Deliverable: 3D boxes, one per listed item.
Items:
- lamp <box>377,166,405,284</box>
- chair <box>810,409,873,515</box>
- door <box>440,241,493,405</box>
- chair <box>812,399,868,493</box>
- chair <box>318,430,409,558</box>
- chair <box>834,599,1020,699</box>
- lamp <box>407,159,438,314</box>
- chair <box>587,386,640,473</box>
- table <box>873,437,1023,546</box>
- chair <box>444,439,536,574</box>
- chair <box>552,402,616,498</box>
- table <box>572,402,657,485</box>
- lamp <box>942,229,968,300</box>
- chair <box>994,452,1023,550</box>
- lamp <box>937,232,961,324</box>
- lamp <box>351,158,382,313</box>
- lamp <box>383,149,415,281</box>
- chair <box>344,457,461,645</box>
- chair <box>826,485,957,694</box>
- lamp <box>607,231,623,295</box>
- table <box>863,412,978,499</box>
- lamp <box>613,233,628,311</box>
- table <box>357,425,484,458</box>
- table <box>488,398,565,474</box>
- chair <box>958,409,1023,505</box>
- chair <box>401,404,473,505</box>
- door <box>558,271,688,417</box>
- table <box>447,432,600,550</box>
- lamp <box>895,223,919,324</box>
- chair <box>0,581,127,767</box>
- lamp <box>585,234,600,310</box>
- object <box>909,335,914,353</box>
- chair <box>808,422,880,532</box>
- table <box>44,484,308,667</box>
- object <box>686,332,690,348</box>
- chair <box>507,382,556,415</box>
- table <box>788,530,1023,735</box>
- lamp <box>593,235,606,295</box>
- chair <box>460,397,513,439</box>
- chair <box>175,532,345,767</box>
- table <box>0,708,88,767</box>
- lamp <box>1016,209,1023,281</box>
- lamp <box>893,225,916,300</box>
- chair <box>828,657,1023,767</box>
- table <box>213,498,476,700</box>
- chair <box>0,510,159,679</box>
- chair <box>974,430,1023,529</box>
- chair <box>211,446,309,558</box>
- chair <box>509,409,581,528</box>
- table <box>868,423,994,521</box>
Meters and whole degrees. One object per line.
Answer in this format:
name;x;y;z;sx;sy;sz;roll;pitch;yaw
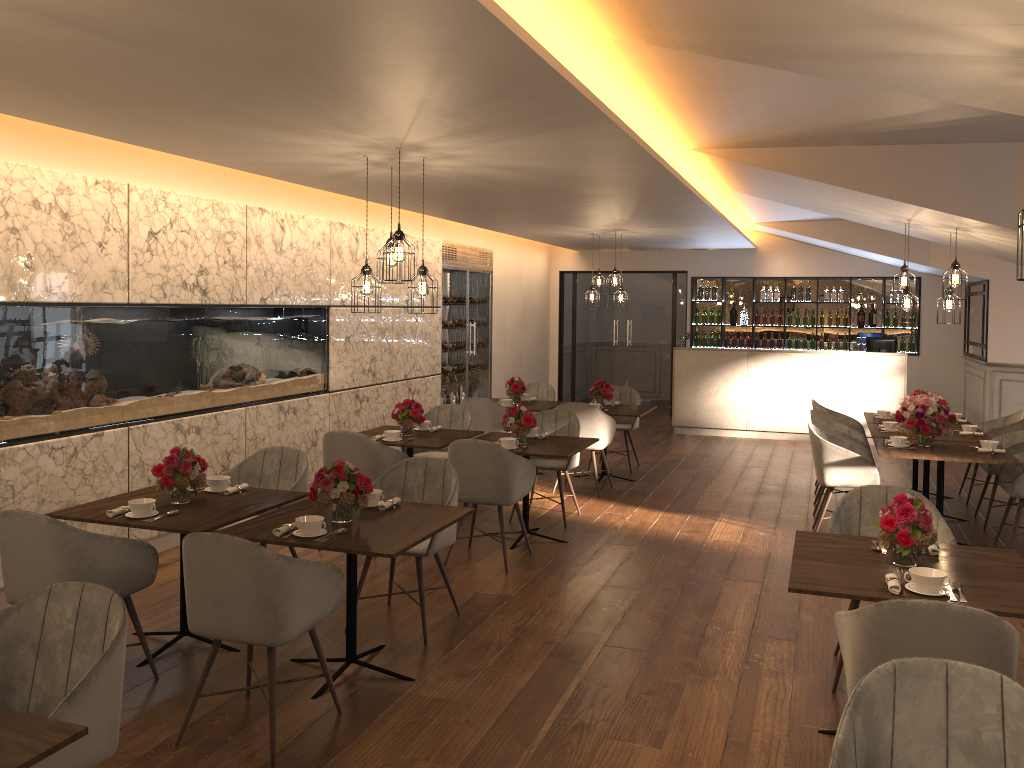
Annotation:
lamp;-0.785;-1.694;5.796;0.175;2.067;0.175;1;2;21
chair;2.831;0.667;7.609;0.526;0.871;0.566;2;3;19
door;-0.559;-0.532;11.320;0.134;2.464;1.861;1;3;19
chair;3.145;0.594;8.494;0.526;0.871;0.566;2;3;19
chair;-1.069;0.734;6.329;0.565;0.871;0.527;2;3;19
chair;1.350;1.061;2.894;0.565;0.871;0.527;2;3;19
lamp;-0.548;-1.472;5.502;0.175;2.067;0.175;1;2;21
chair;1.121;0.476;9.590;0.565;0.871;0.527;2;3;19
table;3.162;0.840;6.539;0.896;0.719;0.898;2;4;19
chair;-0.165;0.773;6.009;0.565;0.871;0.527;2;3;19
chair;0.663;0.579;8.344;0.565;0.871;0.527;2;3;19
table;0.932;0.605;8.947;0.896;0.719;0.898;2;4;19
lamp;3.484;-1.693;6.916;0.175;2.067;0.175;1;2;21
chair;3.775;0.792;6.298;0.526;0.871;0.566;2;3;19
lamp;3.592;-1.526;7.231;0.175;2.067;0.175;1;2;21
lamp;-0.897;-1.475;5.492;0.175;2.067;0.175;1;2;21
lamp;-0.656;-1.640;5.187;0.175;2.067;0.175;1;2;21
chair;-0.569;0.871;4.826;0.565;0.871;0.527;2;3;19
chair;1.764;0.956;4.156;0.565;0.871;0.527;2;3;19
lamp;1.235;-2.100;10.514;0.175;2.067;0.175;1;2;21
table;3.790;0.693;8.309;0.896;0.719;0.898;2;4;19
lamp;1.342;-1.933;10.829;0.175;2.067;0.175;1;2;21
table;-0.800;0.761;6.933;0.896;0.719;0.898;2;4;19
table;0.028;0.567;9.267;0.896;0.719;0.898;2;4;19
chair;4.403;0.645;8.068;0.526;0.871;0.566;2;3;19
chair;-0.611;0.631;7.576;0.565;0.871;0.527;2;3;19
door;1.809;-0.670;14.445;2.107;2.330;0.274;2;2;20
table;0.104;0.799;6.612;0.896;0.719;0.898;2;4;19
lamp;3.243;-1.529;7.220;0.175;2.067;0.175;1;2;21
chair;-1.397;1.065;2.492;0.565;0.871;0.527;2;3;19
lamp;0.994;-1.936;10.819;0.175;2.067;0.175;1;2;21
object;5.853;-0.587;12.962;0.065;0.261;0.066;1;2;-2
chair;2.517;0.741;6.725;0.526;0.871;0.566;2;3;19
table;-1.662;0.962;4.504;0.896;0.719;0.898;2;4;19
object;2.447;-0.611;12.318;0.065;0.207;0.146;1;3;11
chair;0.217;0.437;9.910;0.565;0.871;0.527;2;3;19
table;1.575;1.085;3.513;0.896;0.719;0.898;2;4;19
lamp;1.106;-2.155;11.123;0.175;2.067;0.175;1;2;21
chair;-0.241;0.541;8.664;0.565;0.871;0.527;2;3;19
chair;-1.027;0.974;3.580;0.565;0.871;0.527;2;3;19
table;-1.586;1.194;1.849;0.896;0.719;0.898;2;4;19
lamp;1.600;-1.337;2.576;0.175;2.067;0.175;1;2;21
lamp;3.355;-1.748;7.524;0.175;2.067;0.175;1;2;21
chair;0.987;1.137;1.966;0.565;0.871;0.527;2;3;19
table;-0.758;1.000;4.184;0.896;0.719;0.898;2;4;19
chair;-1.931;0.936;3.900;0.565;0.871;0.527;2;3;19
chair;4.089;0.719;7.183;0.526;0.871;0.566;2;3;19
chair;-1.473;0.833;5.147;0.565;0.871;0.527;2;3;19
chair;0.293;0.669;7.255;0.565;0.871;0.527;2;3;19
table;3.476;0.767;7.424;0.896;0.719;0.898;2;4;19
